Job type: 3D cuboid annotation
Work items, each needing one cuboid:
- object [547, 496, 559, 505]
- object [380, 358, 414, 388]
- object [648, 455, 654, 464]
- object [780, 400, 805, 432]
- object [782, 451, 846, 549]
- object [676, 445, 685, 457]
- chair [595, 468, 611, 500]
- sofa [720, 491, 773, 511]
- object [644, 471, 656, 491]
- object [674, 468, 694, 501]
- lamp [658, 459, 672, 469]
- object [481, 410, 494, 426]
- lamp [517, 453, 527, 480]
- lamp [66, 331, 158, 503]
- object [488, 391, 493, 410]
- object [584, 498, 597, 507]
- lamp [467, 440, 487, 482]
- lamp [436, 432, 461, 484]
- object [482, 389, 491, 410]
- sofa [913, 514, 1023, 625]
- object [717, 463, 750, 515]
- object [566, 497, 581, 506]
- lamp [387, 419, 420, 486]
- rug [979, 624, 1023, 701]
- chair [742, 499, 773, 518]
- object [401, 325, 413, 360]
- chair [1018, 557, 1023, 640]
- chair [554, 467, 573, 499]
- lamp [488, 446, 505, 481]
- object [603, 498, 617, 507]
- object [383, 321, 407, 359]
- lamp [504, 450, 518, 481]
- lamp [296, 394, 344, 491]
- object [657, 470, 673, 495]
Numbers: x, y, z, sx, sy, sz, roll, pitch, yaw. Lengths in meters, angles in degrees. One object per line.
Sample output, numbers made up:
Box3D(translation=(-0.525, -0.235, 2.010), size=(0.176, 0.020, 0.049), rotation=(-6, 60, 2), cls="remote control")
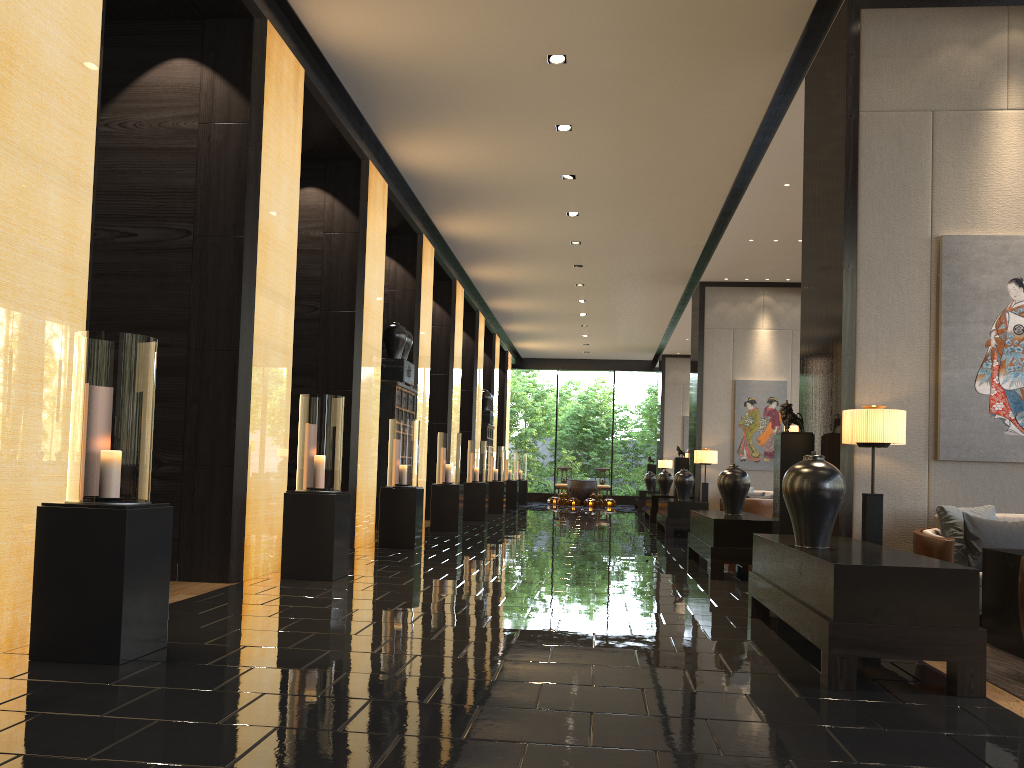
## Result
Box3D(translation=(1.204, 3.290, 25.025), size=(0.369, 0.228, 0.371), rotation=(0, -5, 23), cls="object")
Box3D(translation=(-1.475, -0.134, 11.383), size=(0.365, 0.314, 0.608), rotation=(1, -5, 6), cls="object")
Box3D(translation=(3.829, 2.092, 24.387), size=(0.176, 0.245, 0.116), rotation=(1, -3, 11), cls="object")
Box3D(translation=(2.070, 0.242, 6.553), size=(0.176, 0.245, 0.116), rotation=(1, -3, 6), cls="object")
Box3D(translation=(1.549, 0.593, 4.553), size=(0.311, 0.491, 0.312), rotation=(0, -4, 24), cls="object")
Box3D(translation=(2.945, 1.180, 15.469), size=(0.161, 0.217, 0.102), rotation=(2, -3, -6), cls="object")
Box3D(translation=(2.641, 3.001, 25.895), size=(0.520, 1.073, 0.538), rotation=(2, -3, 6), cls="chair")
Box3D(translation=(4.067, 2.068, 14.234), size=(1.448, 0.691, 0.605), rotation=(1, -4, 6), cls="sofa")
Box3D(translation=(3.510, 2.459, 22.489), size=(0.311, 0.491, 0.312), rotation=(0, -4, 24), cls="object")
Box3D(translation=(2.624, 1.527, 13.507), size=(0.311, 0.491, 0.312), rotation=(0, -4, 24), cls="object")
Box3D(translation=(4.039, 2.662, 23.419), size=(0.375, 1.347, 0.376), rotation=(0, -3, 35), cls="lamp")
Box3D(translation=(-0.611, 0.776, 20.151), size=(0.365, 0.314, 0.608), rotation=(1, -5, 6), cls="object")
Box3D(translation=(0.246, 2.273, 24.363), size=(0.337, 0.727, 0.337), rotation=(2, -3, -7), cls="lamp")
Box3D(translation=(-1.769, 0.154, 3.926), size=(0.337, 0.727, 0.337), rotation=(3, -3, -21), cls="lamp")
Box3D(translation=(-0.590, 0.389, 20.341), size=(0.311, 0.491, 0.312), rotation=(3, -3, -13), cls="object")
Box3D(translation=(2.158, 3.252, 24.351), size=(0.369, 0.228, 0.371), rotation=(1, -5, 8), cls="object")
Box3D(translation=(-0.618, 1.365, 15.604), size=(0.336, 0.727, 0.338), rotation=(1, -3, 8), cls="lamp")
Box3D(translation=(-0.905, 1.062, 12.685), size=(0.336, 0.727, 0.338), rotation=(1, -3, 8), cls="lamp")
Box3D(translation=(-0.622, 0.355, 20.011), size=(0.312, 0.491, 0.312), rotation=(3, -4, -21), cls="object")
Box3D(translation=(3.197, 1.153, 5.412), size=(1.448, 0.691, 0.605), rotation=(1, -4, 6), cls="sofa")
Box3D(translation=(2.131, 1.010, 8.514), size=(0.311, 0.491, 0.312), rotation=(3, -3, -13), cls="object")
Box3D(translation=(1.700, 3.242, 24.392), size=(0.369, 0.228, 0.371), rotation=(-1, -5, 28), cls="object")
Box3D(translation=(-1.193, 0.760, 9.765), size=(0.336, 0.727, 0.338), rotation=(1, -3, 11), cls="lamp")
Box3D(translation=(3.145, 1.410, 4.568), size=(1.957, 0.008, 2.250), rotation=(1, -6, 6), cls="rug")
Box3D(translation=(3.505, 1.927, 12.565), size=(0.803, 0.602, 0.608), rotation=(1, -4, 6), cls="chair")
Box3D(translation=(-1.454, -0.520, 11.573), size=(0.311, 0.491, 0.312), rotation=(3, -3, -13), cls="object")
Box3D(translation=(2.635, 1.013, 3.743), size=(0.803, 0.602, 0.608), rotation=(1, -4, 6), cls="chair")
Box3D(translation=(1.519, 2.977, 26.007), size=(0.520, 1.073, 0.538), rotation=(2, -3, 6), cls="chair")
Box3D(translation=(-0.330, 1.668, 18.524), size=(0.336, 0.727, 0.338), rotation=(1, -3, 8), cls="lamp")
Box3D(translation=(2.736, 3.321, 24.854), size=(0.370, 0.228, 0.370), rotation=(4, -5, -22), cls="object")
Box3D(translation=(-1.487, -0.554, 11.243), size=(0.312, 0.491, 0.312), rotation=(4, -4, -28), cls="object")
Box3D(translation=(-0.042, 1.971, 21.444), size=(0.336, 0.727, 0.338), rotation=(1, -3, 8), cls="lamp")
Box3D(translation=(-1.481, 0.457, 6.845), size=(0.337, 0.727, 0.337), rotation=(3, -3, -21), cls="lamp")
Box3D(translation=(3.002, 1.925, 17.337), size=(0.311, 0.491, 0.312), rotation=(0, -4, 24), cls="object")
